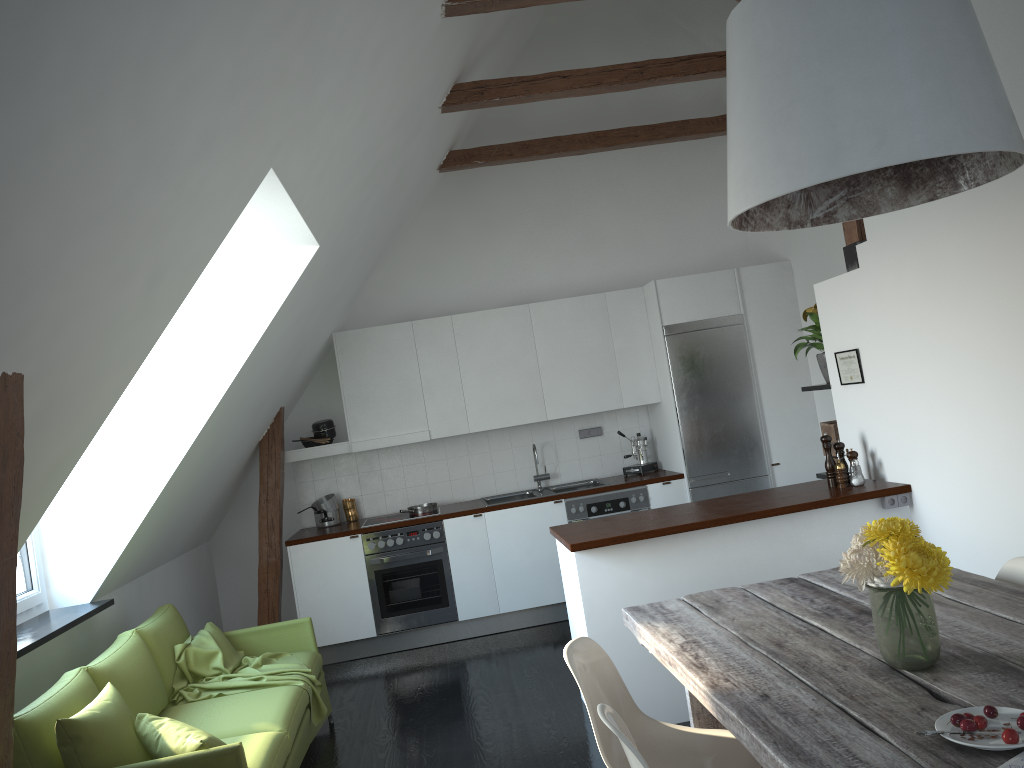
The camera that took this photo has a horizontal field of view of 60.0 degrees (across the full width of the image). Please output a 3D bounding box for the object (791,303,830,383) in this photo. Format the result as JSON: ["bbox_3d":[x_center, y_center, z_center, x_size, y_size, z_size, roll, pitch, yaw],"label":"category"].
[{"bbox_3d":[1.907,-0.256,5.254,0.493,0.486,0.506,-10,-2,14],"label":"object"}]

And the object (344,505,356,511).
[{"bbox_3d":[-1.268,0.976,6.939,0.099,0.057,0.101,-9,-2,6],"label":"object"}]

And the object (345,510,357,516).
[{"bbox_3d":[-1.257,1.018,6.937,0.099,0.051,0.099,-8,-2,-20],"label":"object"}]

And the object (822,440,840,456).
[{"bbox_3d":[2.028,0.349,5.177,0.287,0.101,0.329,-9,-2,-11],"label":"object"}]

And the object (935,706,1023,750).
[{"bbox_3d":[0.943,0.681,1.740,0.205,0.024,0.205,-9,-2,-14],"label":"object"}]

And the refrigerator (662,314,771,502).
[{"bbox_3d":[1.562,0.445,6.564,0.609,1.868,0.031,-9,-2,-6],"label":"refrigerator"}]

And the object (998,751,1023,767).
[{"bbox_3d":[0.980,0.674,1.562,0.182,0.014,0.185,-8,-2,-32],"label":"object"}]

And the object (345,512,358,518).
[{"bbox_3d":[-1.252,1.034,6.936,0.100,0.048,0.099,-10,-2,13],"label":"object"}]

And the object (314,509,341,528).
[{"bbox_3d":[-1.400,1.017,6.820,0.200,0.154,0.348,-8,-2,-26],"label":"object"}]

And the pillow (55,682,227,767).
[{"bbox_3d":[-1.259,1.273,3.195,0.600,0.387,0.475,-9,-2,-8],"label":"pillow"}]

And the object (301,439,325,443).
[{"bbox_3d":[-1.520,0.435,6.751,0.065,0.065,0.332,-8,-2,-38],"label":"object"}]

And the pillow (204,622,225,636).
[{"bbox_3d":[-1.582,1.433,4.692,0.210,0.275,0.462,-9,-2,-8],"label":"pillow"}]

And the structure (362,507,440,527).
[{"bbox_3d":[-0.821,1.015,6.650,0.574,0.041,0.504,-9,-2,-6],"label":"structure"}]

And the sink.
[{"bbox_3d":[0.232,0.723,6.835,0.963,0.519,0.671,-9,-2,-6],"label":"sink"}]

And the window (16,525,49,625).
[{"bbox_3d":[0.562,-1.591,0.837,5.959,4.249,8.018,-9,-2,-6],"label":"window"}]

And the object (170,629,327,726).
[{"bbox_3d":[-1.341,1.506,4.587,0.722,0.493,0.711,-9,-2,-11],"label":"object"}]

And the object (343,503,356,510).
[{"bbox_3d":[-1.271,0.958,6.935,0.100,0.036,0.100,-8,-2,-39],"label":"object"}]

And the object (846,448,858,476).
[{"bbox_3d":[1.765,0.424,4.576,0.058,0.184,0.058,-9,-2,-9],"label":"object"}]

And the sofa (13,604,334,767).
[{"bbox_3d":[-1.398,1.516,3.943,0.898,0.825,2.093,-9,-2,-7],"label":"sofa"}]

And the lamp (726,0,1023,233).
[{"bbox_3d":[0.688,-1.855,2.271,0.697,2.813,0.757,-11,-2,44],"label":"lamp"}]

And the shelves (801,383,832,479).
[{"bbox_3d":[2.126,0.232,5.158,0.660,0.553,0.408,-9,-2,-6],"label":"shelves"}]

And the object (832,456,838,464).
[{"bbox_3d":[2.043,0.447,5.174,0.329,0.101,0.287,-9,-2,4],"label":"object"}]

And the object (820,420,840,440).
[{"bbox_3d":[2.013,0.249,5.190,0.329,0.101,0.287,-9,-2,4],"label":"object"}]

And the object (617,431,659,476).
[{"bbox_3d":[0.972,0.536,7.054,0.206,0.370,0.353,-11,-2,41],"label":"object"}]

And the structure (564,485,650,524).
[{"bbox_3d":[0.721,1.161,6.715,0.612,0.725,0.582,-9,-2,-6],"label":"structure"}]

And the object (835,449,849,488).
[{"bbox_3d":[1.690,0.431,4.541,0.080,0.192,0.058,-8,-2,-22],"label":"object"}]

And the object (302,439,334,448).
[{"bbox_3d":[-1.483,0.448,6.807,0.243,0.056,0.350,-9,-2,-17],"label":"object"}]

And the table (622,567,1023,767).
[{"bbox_3d":[1.133,1.071,2.157,1.141,0.788,2.421,-9,-2,-6],"label":"table"}]

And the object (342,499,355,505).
[{"bbox_3d":[-1.276,0.921,6.936,0.100,0.047,0.099,-9,-2,-10],"label":"object"}]

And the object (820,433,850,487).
[{"bbox_3d":[1.687,0.389,4.627,0.123,0.283,0.061,-9,-2,-6],"label":"object"}]

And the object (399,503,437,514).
[{"bbox_3d":[-0.733,0.953,6.743,0.351,0.061,0.232,-8,-2,-32],"label":"object"}]

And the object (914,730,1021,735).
[{"bbox_3d":[0.888,0.679,1.729,0.194,0.022,0.019,-9,-2,10],"label":"object"}]

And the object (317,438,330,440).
[{"bbox_3d":[-1.487,0.427,6.809,0.335,0.031,0.065,-11,-2,42],"label":"object"}]

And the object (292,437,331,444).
[{"bbox_3d":[-1.560,0.446,6.838,0.357,0.075,0.244,-8,-2,-35],"label":"object"}]

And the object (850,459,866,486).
[{"bbox_3d":[1.748,0.449,4.503,0.069,0.135,0.069,-8,-2,-31],"label":"object"}]

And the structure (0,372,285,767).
[{"bbox_3d":[-1.463,0.852,0.380,1.023,1.963,12.350,-9,-2,-6],"label":"structure"}]

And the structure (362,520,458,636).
[{"bbox_3d":[-0.756,1.401,6.652,0.583,0.725,0.749,-9,-2,-6],"label":"structure"}]

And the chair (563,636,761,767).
[{"bbox_3d":[0.492,1.186,2.748,0.542,0.801,0.465,-10,-2,20],"label":"chair"}]

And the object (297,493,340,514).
[{"bbox_3d":[-1.510,0.956,6.843,0.371,0.169,0.203,-8,-2,-33],"label":"object"}]

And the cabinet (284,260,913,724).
[{"bbox_3d":[0.503,0.492,5.710,4.208,2.369,3.033,-9,-2,-6],"label":"cabinet"}]

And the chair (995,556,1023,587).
[{"bbox_3d":[1.560,1.020,2.933,0.542,0.801,0.465,-9,-2,-5],"label":"chair"}]

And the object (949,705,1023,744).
[{"bbox_3d":[0.953,0.668,1.752,0.132,0.034,0.144,-8,-2,-34],"label":"object"}]

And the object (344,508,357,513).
[{"bbox_3d":[-1.263,0.998,6.939,0.099,0.043,0.100,-9,-2,-18],"label":"object"}]

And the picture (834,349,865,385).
[{"bbox_3d":[1.782,-0.088,4.682,0.023,0.182,0.250,-9,-2,-6],"label":"picture"}]

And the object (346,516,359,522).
[{"bbox_3d":[-1.247,1.056,6.936,0.100,0.036,0.100,-9,-2,-9],"label":"object"}]

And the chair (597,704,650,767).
[{"bbox_3d":[0.542,1.160,2.173,0.542,0.801,0.465,-9,-2,-5],"label":"chair"}]

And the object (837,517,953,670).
[{"bbox_3d":[0.972,0.517,2.218,0.233,0.365,0.293,-8,-2,-35],"label":"object"}]

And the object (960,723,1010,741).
[{"bbox_3d":[0.926,0.680,1.737,0.110,0.011,0.058,-9,-2,-2],"label":"object"}]

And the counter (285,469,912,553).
[{"bbox_3d":[0.126,0.833,5.634,3.365,0.038,3.085,-9,-2,-6],"label":"counter"}]

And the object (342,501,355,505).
[{"bbox_3d":[-1.274,0.942,6.936,0.100,0.036,0.100,-10,-2,23],"label":"object"}]

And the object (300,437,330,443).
[{"bbox_3d":[-1.510,0.426,6.762,0.331,0.077,0.061,-11,-2,43],"label":"object"}]

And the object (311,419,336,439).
[{"bbox_3d":[-1.459,0.359,6.876,0.190,0.166,0.200,-7,-2,-43],"label":"object"}]
